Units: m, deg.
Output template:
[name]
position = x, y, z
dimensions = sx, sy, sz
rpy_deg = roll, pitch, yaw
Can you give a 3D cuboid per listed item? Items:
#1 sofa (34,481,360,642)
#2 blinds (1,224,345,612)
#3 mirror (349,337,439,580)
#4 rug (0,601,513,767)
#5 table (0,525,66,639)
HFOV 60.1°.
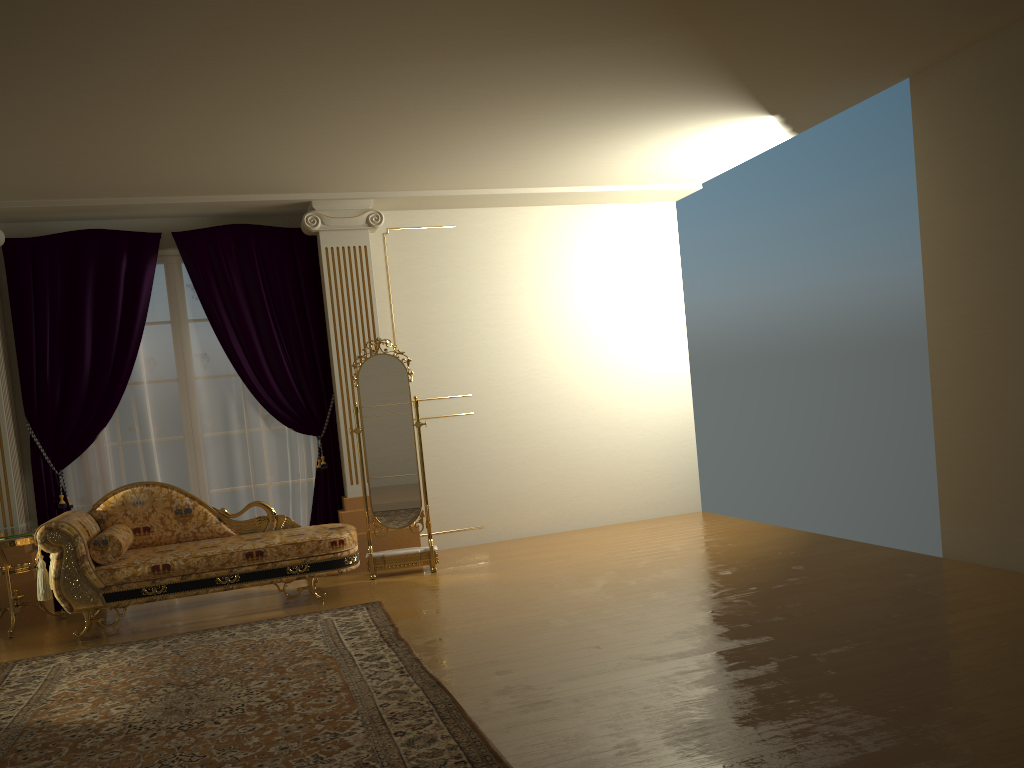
[sofa]
position = -1.949, 1.030, 5.667
dimensions = 1.889, 0.874, 0.693
rpy_deg = -6, 2, -17
[blinds]
position = -2.387, 0.192, 6.517
dimensions = 2.230, 2.661, 0.338
rpy_deg = -6, 3, -16
[mirror]
position = -0.861, 0.515, 6.306
dimensions = 0.541, 1.705, 0.242
rpy_deg = -6, 3, -7
[rug]
position = -1.367, 1.377, 3.725
dimensions = 2.112, 0.017, 3.079
rpy_deg = -5, -1, -17
[table]
position = -3.205, 1.271, 5.701
dimensions = 0.572, 0.645, 0.568
rpy_deg = -5, 2, 28
